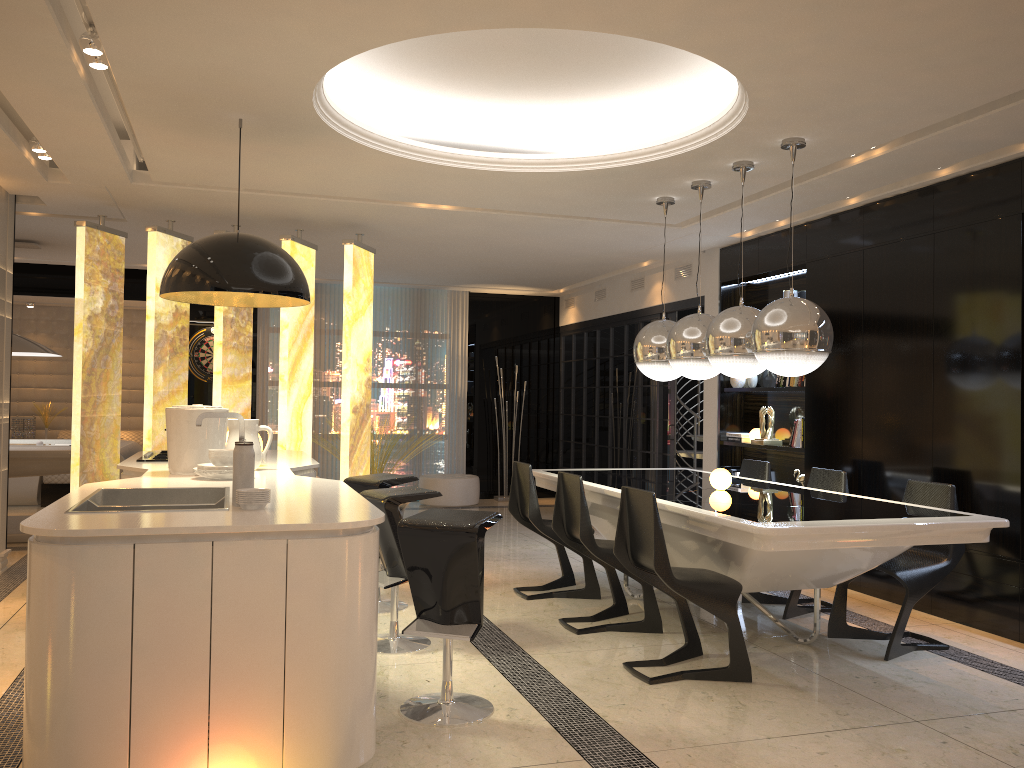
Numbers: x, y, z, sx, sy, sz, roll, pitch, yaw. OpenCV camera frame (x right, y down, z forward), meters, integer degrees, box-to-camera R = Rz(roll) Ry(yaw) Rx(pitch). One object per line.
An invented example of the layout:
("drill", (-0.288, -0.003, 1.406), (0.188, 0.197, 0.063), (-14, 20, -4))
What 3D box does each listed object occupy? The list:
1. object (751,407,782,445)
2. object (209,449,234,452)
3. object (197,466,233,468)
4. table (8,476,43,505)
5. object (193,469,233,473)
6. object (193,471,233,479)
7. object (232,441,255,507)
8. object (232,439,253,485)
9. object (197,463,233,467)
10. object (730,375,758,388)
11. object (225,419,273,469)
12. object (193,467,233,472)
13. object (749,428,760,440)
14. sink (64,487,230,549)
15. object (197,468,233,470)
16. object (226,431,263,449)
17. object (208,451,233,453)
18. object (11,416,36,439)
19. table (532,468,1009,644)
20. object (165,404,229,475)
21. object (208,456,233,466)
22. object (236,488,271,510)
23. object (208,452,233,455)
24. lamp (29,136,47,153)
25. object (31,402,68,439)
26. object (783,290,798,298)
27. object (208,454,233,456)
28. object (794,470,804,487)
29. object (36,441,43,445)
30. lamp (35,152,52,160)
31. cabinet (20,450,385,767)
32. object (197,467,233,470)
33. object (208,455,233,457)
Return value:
("object", (2.071, 0.338, 7.213), (0.177, 0.311, 0.177), (1, -1, -18))
("object", (-1.294, 0.322, 3.990), (0.138, 0.051, 0.138), (0, -1, 30))
("object", (-1.295, 0.375, 3.988), (0.229, 0.016, 0.229), (1, -1, 12))
("table", (-5.642, 1.134, 10.202), (0.608, 0.457, 1.143), (1, -1, -18))
("object", (-1.295, 0.401, 3.988), (0.264, 0.033, 0.264), (0, -1, 42))
("object", (-1.295, 0.408, 3.988), (0.264, 0.033, 0.264), (0, -1, 42))
("object", (-0.907, 0.301, 2.998), (0.071, 0.219, 0.071), (1, -1, -27))
("object", (-0.939, 0.303, 3.100), (0.071, 0.219, 0.071), (2, -1, -41))
("object", (-1.295, 0.370, 3.988), (0.229, 0.016, 0.229), (1, -1, 12))
("object", (1.974, -0.161, 7.585), (0.210, 0.395, 0.180), (1, -1, -14))
("object", (-1.340, 0.305, 4.461), (0.183, 0.254, 0.211), (0, -1, 34))
("object", (-1.295, 0.395, 3.989), (0.264, 0.033, 0.264), (0, -1, 42))
("object", (2.038, 0.430, 7.376), (0.125, 0.125, 0.125), (0, -1, 22))
("sink", (-1.259, 0.480, 3.150), (0.485, 0.152, 0.738), (1, -1, -18))
("object", (-1.295, 0.384, 3.988), (0.229, 0.016, 0.229), (1, -1, 12))
("object", (-1.424, 0.328, 4.673), (0.213, 0.214, 0.212), (0, -1, 33))
("object", (-1.294, 0.327, 3.990), (0.138, 0.051, 0.138), (0, -1, 30))
("object", (-5.808, 0.648, 10.538), (0.247, 0.522, 0.124), (1, -1, -18))
("table", (1.161, 0.991, 5.187), (1.293, 0.759, 3.031), (1, -1, -18))
("object", (-1.505, 0.261, 4.236), (0.288, 0.330, 0.288), (1, -1, 0))
("object", (-1.294, 0.350, 3.989), (0.138, 0.051, 0.138), (0, -1, 30))
("object", (-0.853, 0.379, 2.925), (0.111, 0.062, 0.111), (1, -1, 4))
("object", (-1.294, 0.333, 3.990), (0.138, 0.051, 0.138), (0, -1, 30))
("lamp", (-2.757, -1.415, 5.175), (0.107, 0.127, 0.107), (2, -1, -36))
("object", (-5.518, 0.562, 10.577), (0.390, 0.718, 0.388), (1, -1, -26))
("object", (2.219, -0.593, 7.073), (0.111, 0.301, 0.111), (1, -1, -22))
("object", (-1.294, 0.339, 3.990), (0.138, 0.051, 0.138), (0, -1, 30))
("object", (2.242, 0.821, 6.853), (0.092, 0.310, 0.193), (1, -1, 7))
("object", (-4.279, 0.543, 8.036), (0.057, 0.057, 0.057), (0, -1, 42))
("lamp", (-2.806, -1.413, 5.331), (0.107, 0.127, 0.107), (1, -1, -21))
("cabinet", (-1.423, 0.871, 4.295), (1.046, 0.887, 3.752), (1, -1, -18))
("object", (-1.295, 0.379, 3.988), (0.229, 0.016, 0.229), (1, -1, 12))
("object", (-1.294, 0.345, 3.990), (0.138, 0.051, 0.138), (0, -1, 30))
